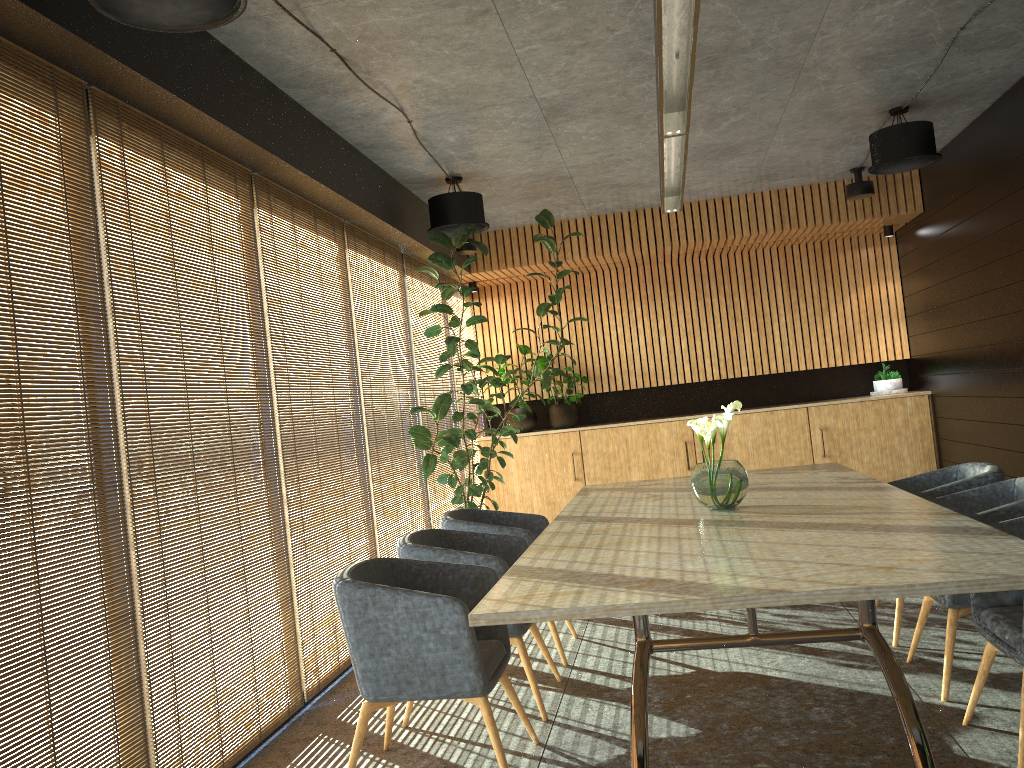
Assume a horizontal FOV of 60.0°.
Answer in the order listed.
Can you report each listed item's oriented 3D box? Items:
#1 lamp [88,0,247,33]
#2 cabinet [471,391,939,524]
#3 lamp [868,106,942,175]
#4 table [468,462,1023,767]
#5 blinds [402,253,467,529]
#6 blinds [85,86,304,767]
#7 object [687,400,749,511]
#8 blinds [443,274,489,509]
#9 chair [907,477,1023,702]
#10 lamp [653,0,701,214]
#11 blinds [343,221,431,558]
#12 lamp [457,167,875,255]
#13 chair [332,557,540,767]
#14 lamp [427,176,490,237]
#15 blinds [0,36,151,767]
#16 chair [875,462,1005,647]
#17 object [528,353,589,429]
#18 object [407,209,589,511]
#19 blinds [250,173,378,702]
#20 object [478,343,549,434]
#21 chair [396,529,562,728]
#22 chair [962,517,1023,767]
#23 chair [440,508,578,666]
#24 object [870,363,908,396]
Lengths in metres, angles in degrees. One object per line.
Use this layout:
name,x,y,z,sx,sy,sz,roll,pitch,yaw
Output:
lamp,-1.191,-1.519,3.026,0.513,0.497,0.513,-6,-2,-1
cabinet,2.091,0.987,10.071,4.954,1.272,1.006,-7,-2,10
lamp,2.943,-1.864,6.704,0.513,0.497,0.513,-8,-2,39
table,1.141,1.103,4.554,1.816,0.927,3.932,-7,-2,10
blinds,-0.695,0.324,8.670,0.039,3.038,1.422,-7,-2,10
blinds,-1.512,0.231,1.710,1.388,3.075,6.486,-6,-2,-9
object,1.061,0.372,4.597,0.295,0.546,0.322,-7,-2,20
blinds,-0.442,0.338,10.116,0.039,3.038,1.422,-7,-2,10
chair,2.356,0.956,4.343,0.761,0.944,0.706,-7,-2,10
lamp,0.818,-1.604,4.650,0.151,0.618,4.009,-7,-2,10
blinds,-0.953,0.310,7.199,0.039,3.038,1.422,-7,-2,10
lamp,1.413,-1.722,8.855,4.179,0.294,0.257,-7,-2,10
chair,-0.345,1.239,3.900,0.761,0.944,0.706,-7,-2,10
lamp,-0.462,-1.475,7.296,0.513,0.497,0.513,-6,-2,-19
blinds,-1.709,0.268,2.881,0.039,3.038,1.422,-7,-2,10
chair,2.512,0.965,5.229,0.761,0.944,0.706,-7,-2,10
object,0.526,0.082,10.250,0.679,0.880,0.512,-7,-2,13
object,-0.363,0.191,8.069,1.875,3.266,1.958,-5,-2,-42
blinds,-1.206,0.296,5.753,0.039,3.038,1.422,-7,-2,10
object,0.016,0.053,10.355,0.640,1.054,0.666,-5,-2,-39
chair,-0.190,1.247,4.786,0.761,0.944,0.706,-7,-2,10
chair,2.201,0.948,3.457,0.761,0.944,0.706,-7,-2,10
chair,-0.035,1.256,5.672,0.761,0.944,0.706,-7,-2,10
object,4.143,-0.058,9.794,0.384,0.347,0.384,-7,-2,32
